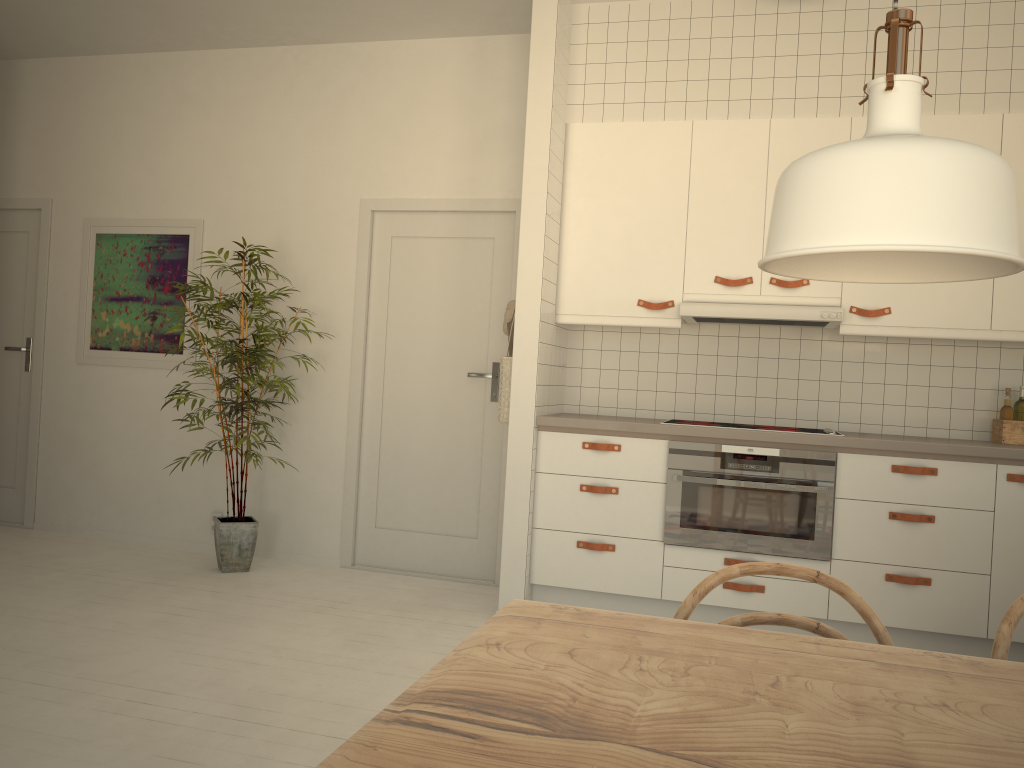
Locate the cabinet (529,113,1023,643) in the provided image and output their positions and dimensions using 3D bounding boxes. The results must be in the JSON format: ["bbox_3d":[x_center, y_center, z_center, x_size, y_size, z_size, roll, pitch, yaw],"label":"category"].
[{"bbox_3d":[2.233,-0.040,2.541,4.845,2.159,2.853,3,0,15],"label":"cabinet"}]

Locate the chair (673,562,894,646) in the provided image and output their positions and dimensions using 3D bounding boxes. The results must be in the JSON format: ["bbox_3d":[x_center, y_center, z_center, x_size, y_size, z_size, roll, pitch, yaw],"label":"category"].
[{"bbox_3d":[0.369,0.693,1.203,0.385,0.810,0.483,3,0,13],"label":"chair"}]

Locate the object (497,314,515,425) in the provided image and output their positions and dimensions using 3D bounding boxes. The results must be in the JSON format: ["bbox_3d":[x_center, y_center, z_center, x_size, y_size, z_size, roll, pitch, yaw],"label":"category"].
[{"bbox_3d":[0.040,-0.110,4.265,0.093,0.612,0.439,3,0,15],"label":"object"}]

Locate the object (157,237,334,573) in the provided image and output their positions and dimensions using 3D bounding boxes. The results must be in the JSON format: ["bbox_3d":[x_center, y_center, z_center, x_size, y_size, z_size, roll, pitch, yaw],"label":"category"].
[{"bbox_3d":[-1.992,0.095,4.588,2.088,1.711,0.778,3,0,-4],"label":"object"}]

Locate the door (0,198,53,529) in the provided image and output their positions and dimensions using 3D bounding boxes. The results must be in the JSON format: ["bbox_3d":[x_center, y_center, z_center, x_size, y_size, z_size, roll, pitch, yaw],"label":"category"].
[{"bbox_3d":[-3.324,-0.150,5.619,0.955,2.033,0.166,3,0,16],"label":"door"}]

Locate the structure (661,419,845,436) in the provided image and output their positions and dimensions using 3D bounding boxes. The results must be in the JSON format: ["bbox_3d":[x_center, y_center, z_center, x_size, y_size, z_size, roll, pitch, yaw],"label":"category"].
[{"bbox_3d":[1.081,0.206,4.026,0.763,0.057,0.504,3,1,15],"label":"structure"}]

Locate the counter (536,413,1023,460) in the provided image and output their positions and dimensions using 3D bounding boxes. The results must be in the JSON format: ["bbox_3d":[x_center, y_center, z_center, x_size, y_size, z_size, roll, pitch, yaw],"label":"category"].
[{"bbox_3d":[2.210,0.357,2.540,4.845,0.163,2.856,3,1,15],"label":"counter"}]

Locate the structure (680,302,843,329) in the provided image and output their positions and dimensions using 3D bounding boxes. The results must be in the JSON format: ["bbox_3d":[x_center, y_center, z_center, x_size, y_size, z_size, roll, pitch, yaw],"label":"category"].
[{"bbox_3d":[1.134,-0.317,4.067,0.681,0.073,0.482,3,1,15],"label":"structure"}]

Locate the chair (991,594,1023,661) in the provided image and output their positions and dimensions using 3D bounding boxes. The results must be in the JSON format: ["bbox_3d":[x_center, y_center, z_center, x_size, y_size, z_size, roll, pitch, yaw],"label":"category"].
[{"bbox_3d":[0.878,0.722,1.158,0.385,0.810,0.483,3,0,-2],"label":"chair"}]

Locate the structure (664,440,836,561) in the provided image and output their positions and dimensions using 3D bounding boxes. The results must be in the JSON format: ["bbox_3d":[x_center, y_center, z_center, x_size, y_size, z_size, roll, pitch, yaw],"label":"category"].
[{"bbox_3d":[1.086,0.491,4.073,0.682,0.447,0.704,3,0,15],"label":"structure"}]

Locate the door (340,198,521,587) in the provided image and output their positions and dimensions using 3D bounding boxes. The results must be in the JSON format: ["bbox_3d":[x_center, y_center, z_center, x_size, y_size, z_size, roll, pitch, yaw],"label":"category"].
[{"bbox_3d":[-0.413,0.022,4.810,0.955,2.033,0.166,3,0,16],"label":"door"}]

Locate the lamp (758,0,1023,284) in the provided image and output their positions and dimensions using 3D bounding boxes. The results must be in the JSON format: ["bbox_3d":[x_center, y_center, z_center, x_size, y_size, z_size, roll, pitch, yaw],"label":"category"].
[{"bbox_3d":[0.393,-0.903,0.825,0.229,1.596,0.230,3,0,-40],"label":"lamp"}]

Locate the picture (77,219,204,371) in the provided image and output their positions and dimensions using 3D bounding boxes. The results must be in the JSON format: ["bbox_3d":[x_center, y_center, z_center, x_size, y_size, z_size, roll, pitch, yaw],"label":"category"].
[{"bbox_3d":[-2.209,-0.538,5.249,0.822,0.877,0.012,3,0,16],"label":"picture"}]

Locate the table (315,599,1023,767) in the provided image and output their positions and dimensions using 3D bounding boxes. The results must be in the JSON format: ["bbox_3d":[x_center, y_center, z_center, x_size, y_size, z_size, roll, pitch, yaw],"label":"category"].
[{"bbox_3d":[0.726,0.756,0.714,1.798,0.749,0.894,3,0,15],"label":"table"}]

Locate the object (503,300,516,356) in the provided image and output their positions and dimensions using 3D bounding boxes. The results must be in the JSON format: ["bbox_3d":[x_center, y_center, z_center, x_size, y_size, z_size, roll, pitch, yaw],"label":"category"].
[{"bbox_3d":[0.027,-0.299,4.321,0.136,0.385,0.335,3,0,15],"label":"object"}]
